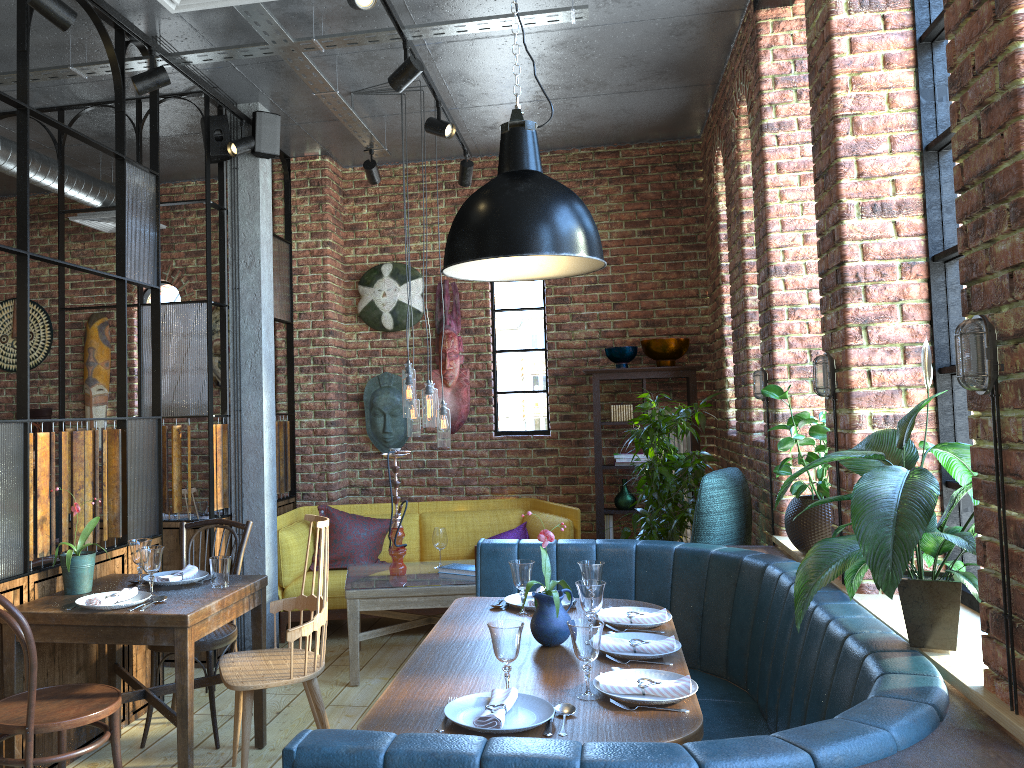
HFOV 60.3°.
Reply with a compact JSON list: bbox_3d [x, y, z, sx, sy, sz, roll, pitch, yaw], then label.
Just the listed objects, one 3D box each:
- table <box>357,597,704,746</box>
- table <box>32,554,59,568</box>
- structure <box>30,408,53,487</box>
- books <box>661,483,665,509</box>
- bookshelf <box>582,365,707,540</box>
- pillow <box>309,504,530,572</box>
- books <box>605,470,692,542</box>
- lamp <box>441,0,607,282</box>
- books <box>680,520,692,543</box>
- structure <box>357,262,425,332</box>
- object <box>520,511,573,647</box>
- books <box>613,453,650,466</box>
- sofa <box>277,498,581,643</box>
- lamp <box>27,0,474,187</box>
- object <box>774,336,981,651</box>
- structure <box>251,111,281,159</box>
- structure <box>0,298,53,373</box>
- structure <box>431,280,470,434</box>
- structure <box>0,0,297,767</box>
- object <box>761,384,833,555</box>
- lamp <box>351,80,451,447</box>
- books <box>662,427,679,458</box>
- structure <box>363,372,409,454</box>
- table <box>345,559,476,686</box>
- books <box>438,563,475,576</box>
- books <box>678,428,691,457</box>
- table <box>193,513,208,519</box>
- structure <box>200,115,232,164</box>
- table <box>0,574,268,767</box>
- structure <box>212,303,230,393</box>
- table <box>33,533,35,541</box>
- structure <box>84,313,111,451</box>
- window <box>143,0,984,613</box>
[{"bbox_3d":[0.119,1.161,2.730,0.835,0.662,1.515,-2,-2,7],"label":"table"},{"bbox_3d":[-2.763,1.249,4.135,0.739,0.728,1.014,-2,-2,8],"label":"table"},{"bbox_3d":[-3.861,0.526,7.155,0.265,0.656,0.157,-2,-3,10],"label":"structure"},{"bbox_3d":[1.040,0.719,6.035,0.087,0.273,0.170,-2,-3,7],"label":"books"},{"bbox_3d":[0.931,0.726,6.048,0.830,1.670,0.311,-2,-3,10],"label":"bookshelf"},{"bbox_3d":[-0.617,1.021,5.999,1.492,0.454,0.400,-2,-3,-1],"label":"pillow"},{"bbox_3d":[0.932,0.874,6.047,0.596,0.576,0.187,-2,-3,9],"label":"books"},{"bbox_3d":[0.015,-1.029,2.871,0.549,1.328,0.508,-3,-3,26],"label":"lamp"},{"bbox_3d":[1.195,1.016,5.994,0.086,0.273,0.186,-2,-3,7],"label":"books"},{"bbox_3d":[-0.917,-0.654,6.633,0.540,0.521,0.144,-2,-3,11],"label":"structure"},{"bbox_3d":[0.122,0.618,2.836,0.142,0.432,0.209,-3,-3,27],"label":"object"},{"bbox_3d":[0.839,0.520,6.077,0.273,0.080,0.175,-2,-2,10],"label":"books"},{"bbox_3d":[-0.598,1.220,5.950,1.977,0.764,0.796,-1,-2,-5],"label":"sofa"},{"bbox_3d":[-3.647,-1.431,3.568,6.365,0.274,7.106,-2,-2,8],"label":"lamp"},{"bbox_3d":[0.978,0.248,2.187,0.617,0.752,0.722,-2,-2,7],"label":"object"},{"bbox_3d":[-1.484,-1.485,5.264,0.158,0.268,0.193,1,-4,-41],"label":"structure"},{"bbox_3d":[-4.091,-0.404,7.270,0.671,0.620,0.078,-2,-3,9],"label":"structure"},{"bbox_3d":[-0.462,-0.196,6.573,0.216,1.148,0.236,0,-4,-36],"label":"structure"},{"bbox_3d":[-4.035,-0.037,3.286,5.971,3.331,5.903,-1,-2,-8],"label":"structure"},{"bbox_3d":[1.196,0.327,3.405,0.402,0.664,0.490,-4,-3,32],"label":"object"},{"bbox_3d":[-0.650,-0.690,5.160,0.525,2.123,0.276,-4,-4,34],"label":"lamp"},{"bbox_3d":[1.075,0.424,6.054,0.126,0.258,0.160,-2,-3,8],"label":"books"},{"bbox_3d":[-0.933,0.229,6.590,0.374,0.640,0.102,-2,-3,12],"label":"structure"},{"bbox_3d":[-0.457,1.317,4.963,0.928,0.509,0.756,-1,-2,-6],"label":"table"},{"bbox_3d":[-0.260,1.042,4.949,0.285,0.028,0.153,-3,-2,33],"label":"books"},{"bbox_3d":[1.176,0.420,6.025,0.081,0.258,0.175,-2,-3,7],"label":"books"},{"bbox_3d":[-2.037,1.279,5.923,0.762,0.728,0.738,-2,-2,9],"label":"table"},{"bbox_3d":[-1.786,-1.476,5.325,0.179,0.268,0.170,-1,-3,-18],"label":"structure"},{"bbox_3d":[-1.460,1.195,3.514,0.762,0.728,0.738,-2,-2,9],"label":"table"},{"bbox_3d":[-2.178,-0.280,6.869,0.599,0.728,0.124,-2,-3,10],"label":"structure"},{"bbox_3d":[-3.869,1.400,6.186,0.756,0.604,0.731,-2,-2,9],"label":"table"},{"bbox_3d":[-3.357,-0.022,7.089,0.236,1.122,0.092,-2,-3,10],"label":"structure"},{"bbox_3d":[0.454,-0.493,3.989,3.313,2.433,8.837,-1,-2,-27],"label":"window"}]
